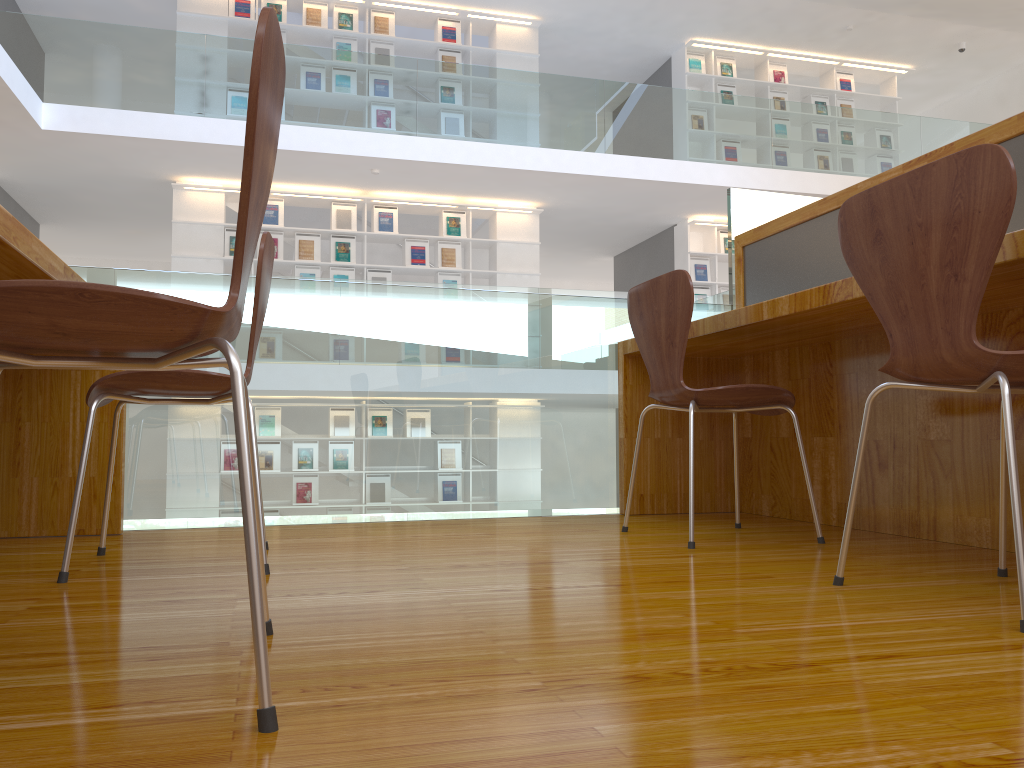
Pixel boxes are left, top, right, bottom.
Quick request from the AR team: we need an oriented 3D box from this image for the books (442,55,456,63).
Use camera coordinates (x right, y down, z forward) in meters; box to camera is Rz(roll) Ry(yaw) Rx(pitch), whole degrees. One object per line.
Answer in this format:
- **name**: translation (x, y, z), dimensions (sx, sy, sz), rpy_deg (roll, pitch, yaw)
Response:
- **books**: translation (-0.659, -3.335, 9.286), dimensions (0.145, 0.210, 0.037), rpy_deg (1, -4, -16)

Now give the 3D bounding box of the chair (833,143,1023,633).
- **chair**: translation (0.808, 0.010, 1.456), dimensions (0.381, 0.693, 0.428), rpy_deg (1, -4, -16)

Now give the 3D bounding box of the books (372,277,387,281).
- **books**: translation (-1.338, -0.974, 8.939), dimensions (0.145, 0.210, 0.037), rpy_deg (1, -4, -16)

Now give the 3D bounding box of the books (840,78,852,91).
- **books**: translation (4.023, -3.573, 10.683), dimensions (0.145, 0.210, 0.037), rpy_deg (1, -4, -16)

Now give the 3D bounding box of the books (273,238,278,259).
- **books**: translation (-2.367, -1.327, 8.676), dimensions (0.145, 0.210, 0.037), rpy_deg (1, -4, -16)

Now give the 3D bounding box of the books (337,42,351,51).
- **books**: translation (-1.705, -3.360, 8.991), dimensions (0.145, 0.210, 0.037), rpy_deg (1, -4, -16)

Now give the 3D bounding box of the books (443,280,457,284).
- **books**: translation (-0.637, -0.967, 9.136), dimensions (0.145, 0.210, 0.037), rpy_deg (1, -4, -16)

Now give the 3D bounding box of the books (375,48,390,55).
- **books**: translation (-1.328, -3.344, 9.096), dimensions (0.145, 0.210, 0.037), rpy_deg (1, -4, -16)

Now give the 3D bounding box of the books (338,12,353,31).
- **books**: translation (-1.692, -3.672, 9.018), dimensions (0.145, 0.210, 0.037), rpy_deg (1, -4, -16)

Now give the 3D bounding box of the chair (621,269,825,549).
- **chair**: translation (0.546, 0.070, 2.389), dimensions (0.381, 0.693, 0.428), rpy_deg (1, -4, -16)

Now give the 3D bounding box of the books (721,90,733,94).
- **books**: translation (2.483, -3.281, 10.228), dimensions (0.145, 0.210, 0.037), rpy_deg (1, -4, -16)

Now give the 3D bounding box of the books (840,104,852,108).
- **books**: translation (4.023, -3.259, 10.663), dimensions (0.145, 0.210, 0.037), rpy_deg (1, -4, -16)

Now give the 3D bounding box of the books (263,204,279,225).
- **books**: translation (-2.365, -1.657, 8.695), dimensions (0.145, 0.210, 0.037), rpy_deg (1, -4, -16)

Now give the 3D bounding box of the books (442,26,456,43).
- **books**: translation (-0.660, -3.649, 9.306), dimensions (0.145, 0.210, 0.037), rpy_deg (1, -4, -16)

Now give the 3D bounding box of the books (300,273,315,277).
- **books**: translation (-2.016, -0.989, 8.750), dimensions (0.145, 0.210, 0.037), rpy_deg (1, -4, -16)

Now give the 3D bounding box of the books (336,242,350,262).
- **books**: translation (-1.689, -1.315, 8.863), dimensions (0.145, 0.210, 0.037), rpy_deg (1, -4, -16)

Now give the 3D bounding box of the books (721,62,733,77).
- **books**: translation (2.485, -3.613, 10.253), dimensions (0.145, 0.210, 0.037), rpy_deg (1, -4, -16)

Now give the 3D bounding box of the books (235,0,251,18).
- **books**: translation (-2.657, -3.692, 8.748), dimensions (0.145, 0.210, 0.037), rpy_deg (1, -4, -16)

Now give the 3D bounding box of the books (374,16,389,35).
- **books**: translation (-1.340, -3.674, 9.117), dimensions (0.145, 0.210, 0.037), rpy_deg (1, -4, -16)

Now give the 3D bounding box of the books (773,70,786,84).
- **books**: translation (3.148, -3.587, 10.438), dimensions (0.145, 0.210, 0.037), rpy_deg (1, -4, -16)

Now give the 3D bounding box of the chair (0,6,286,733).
- **chair**: translation (-0.448, -0.022, 0.966), dimensions (0.381, 0.693, 0.428), rpy_deg (1, -4, -16)

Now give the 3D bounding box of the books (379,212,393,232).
- **books**: translation (-1.279, -1.640, 8.999), dimensions (0.145, 0.210, 0.037), rpy_deg (1, -4, -16)

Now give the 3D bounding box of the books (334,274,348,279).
- **books**: translation (-1.704, -0.986, 8.840), dimensions (0.145, 0.210, 0.037), rpy_deg (1, -4, -16)

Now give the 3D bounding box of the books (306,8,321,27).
- **books**: translation (-1.996, -3.684, 8.933), dimensions (0.145, 0.210, 0.037), rpy_deg (1, -4, -16)

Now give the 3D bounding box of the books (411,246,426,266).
- **books**: translation (-0.958, -1.307, 9.071), dimensions (0.145, 0.210, 0.037), rpy_deg (1, -4, -16)

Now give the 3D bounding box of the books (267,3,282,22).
- **books**: translation (-2.366, -3.686, 8.826), dimensions (0.145, 0.210, 0.037), rpy_deg (1, -4, -16)

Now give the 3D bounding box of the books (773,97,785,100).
- **books**: translation (3.143, -3.268, 10.413), dimensions (0.145, 0.210, 0.037), rpy_deg (1, -4, -16)

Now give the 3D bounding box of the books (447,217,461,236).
- **books**: translation (-0.605, -1.628, 9.188), dimensions (0.145, 0.210, 0.037), rpy_deg (1, -4, -16)

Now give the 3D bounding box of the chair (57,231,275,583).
- **chair**: translation (-0.710, 0.039, 1.900), dimensions (0.381, 0.693, 0.428), rpy_deg (1, -4, -16)

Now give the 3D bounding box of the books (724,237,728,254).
- **books**: translation (2.490, -1.567, 10.122), dimensions (0.145, 0.210, 0.037), rpy_deg (1, -4, -16)

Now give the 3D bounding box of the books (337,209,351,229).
- **books**: translation (-1.684, -1.645, 8.886), dimensions (0.145, 0.210, 0.037), rpy_deg (1, -4, -16)

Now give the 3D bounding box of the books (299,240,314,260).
- **books**: translation (-2.033, -1.320, 8.770), dimensions (0.145, 0.210, 0.037), rpy_deg (1, -4, -16)

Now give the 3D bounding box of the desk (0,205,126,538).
- **desk**: translation (-1.396, 0.095, 0.754), dimensions (1.527, 0.785, 3.243), rpy_deg (1, -4, -16)

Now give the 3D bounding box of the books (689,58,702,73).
- **books**: translation (2.099, -3.623, 10.145), dimensions (0.145, 0.210, 0.037), rpy_deg (1, -4, -16)

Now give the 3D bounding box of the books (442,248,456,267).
- **books**: translation (-0.654, -1.299, 9.156), dimensions (0.145, 0.210, 0.037), rpy_deg (1, -4, -16)

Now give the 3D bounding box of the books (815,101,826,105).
- **books**: translation (3.686, -3.264, 10.568), dimensions (0.145, 0.210, 0.037), rpy_deg (1, -4, -16)

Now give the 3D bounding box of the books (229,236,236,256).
- **books**: translation (-2.661, -1.327, 8.595), dimensions (0.145, 0.210, 0.037), rpy_deg (1, -4, -16)

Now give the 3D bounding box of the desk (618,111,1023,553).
- **desk**: translation (1.401, -0.143, 1.793), dimensions (1.248, 1.022, 3.216), rpy_deg (1, -4, -16)

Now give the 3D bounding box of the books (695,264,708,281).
- **books**: translation (2.134, -1.244, 9.998), dimensions (0.145, 0.210, 0.037), rpy_deg (1, -4, -16)
